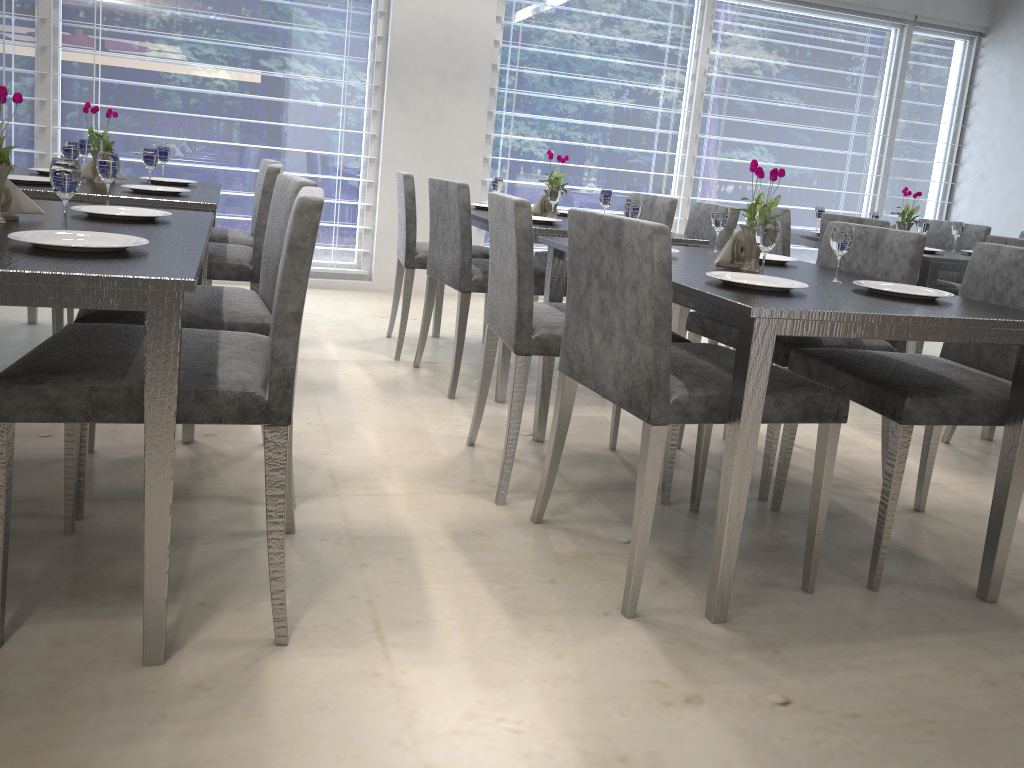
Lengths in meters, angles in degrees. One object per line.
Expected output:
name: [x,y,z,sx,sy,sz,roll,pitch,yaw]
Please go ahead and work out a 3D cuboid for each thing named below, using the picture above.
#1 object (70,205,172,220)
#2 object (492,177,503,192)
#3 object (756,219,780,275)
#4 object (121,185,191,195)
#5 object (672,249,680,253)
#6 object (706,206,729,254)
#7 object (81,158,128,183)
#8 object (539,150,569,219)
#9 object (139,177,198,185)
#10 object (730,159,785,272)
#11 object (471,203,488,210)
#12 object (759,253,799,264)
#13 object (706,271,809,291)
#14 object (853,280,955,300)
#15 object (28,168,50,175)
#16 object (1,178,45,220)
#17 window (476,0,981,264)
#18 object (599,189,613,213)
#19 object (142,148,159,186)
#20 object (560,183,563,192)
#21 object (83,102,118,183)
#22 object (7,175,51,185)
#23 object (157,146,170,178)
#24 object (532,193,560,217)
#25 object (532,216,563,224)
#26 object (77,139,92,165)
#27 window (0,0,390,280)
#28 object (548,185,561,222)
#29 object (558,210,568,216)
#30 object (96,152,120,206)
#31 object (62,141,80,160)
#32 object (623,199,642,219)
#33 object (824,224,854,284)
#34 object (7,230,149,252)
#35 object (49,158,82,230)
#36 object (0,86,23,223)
object: [-0.904,-0.395,2.052,0.218,0.015,0.219,13,16,27]
object: [-0.070,-0.873,4.028,0.054,0.137,0.054,12,12,29]
object: [0.582,-0.308,2.032,0.054,0.137,0.054,12,12,29]
object: [-1.177,-0.641,2.926,0.216,0.015,0.220,1,15,-18]
object: [0.356,-0.373,2.456,0.217,0.015,0.219,-5,18,-37]
object: [0.628,-0.469,2.691,0.054,0.137,0.054,12,12,29]
object: [-1.487,-0.783,3.198,0.071,0.098,0.204,15,16,40]
object: [0.172,-0.823,3.646,0.104,0.273,0.157,2,12,-20]
object: [-1.348,-0.796,3.475,0.216,0.015,0.220,1,15,-18]
object: [0.616,-0.422,2.223,0.104,0.273,0.157,2,12,-20]
object: [-0.088,-0.774,3.879,0.217,0.015,0.220,-6,18,-39]
object: [0.723,-0.367,2.573,0.217,0.015,0.219,-5,18,-37]
object: [0.527,-0.219,1.907,0.217,0.015,0.219,-5,18,-37]
object: [0.894,-0.213,2.025,0.217,0.015,0.219,-5,18,-37]
object: [-1.715,-0.802,3.357,0.216,0.015,0.220,1,15,-18]
object: [-1.043,-0.383,1.775,0.071,0.098,0.204,15,16,40]
window: [1.538,-1.620,6.084,3.655,2.045,0.161,1,11,-18]
object: [0.376,-0.715,3.575,0.054,0.137,0.054,12,12,29]
object: [-1.250,-0.744,3.054,0.053,0.137,0.054,10,11,23]
object: [0.207,-0.868,4.117,0.054,0.137,0.054,12,12,29]
object: [-1.456,-0.851,3.124,0.104,0.273,0.157,2,12,-20]
object: [-1.544,-0.648,2.808,0.216,0.015,0.220,1,15,-18]
object: [-1.419,-0.896,3.595,0.053,0.137,0.054,10,11,23]
object: [0.140,-0.755,3.720,0.071,0.098,0.204,15,16,40]
object: [0.083,-0.619,3.330,0.217,0.015,0.220,-6,18,-39]
object: [-1.696,-0.901,3.506,0.053,0.137,0.054,10,11,23]
window: [-4.171,-1.720,4.254,7.095,2.045,0.161,1,11,-18]
object: [0.162,-0.707,3.457,0.054,0.137,0.054,12,12,29]
object: [0.279,-0.768,3.996,0.217,0.015,0.220,-6,18,-39]
object: [-0.992,-0.497,2.172,0.054,0.137,0.054,12,12,29]
object: [-1.464,-0.735,2.936,0.053,0.137,0.054,10,11,23]
object: [0.350,-0.474,2.602,0.054,0.137,0.054,12,12,29]
object: [0.796,-0.317,2.150,0.054,0.137,0.054,12,12,29]
object: [-0.733,-0.241,1.503,0.218,0.015,0.219,13,16,27]
object: [-0.823,-0.345,1.630,0.054,0.137,0.054,12,12,29]
object: [-1.012,-0.451,1.701,0.104,0.273,0.157,2,12,-20]
